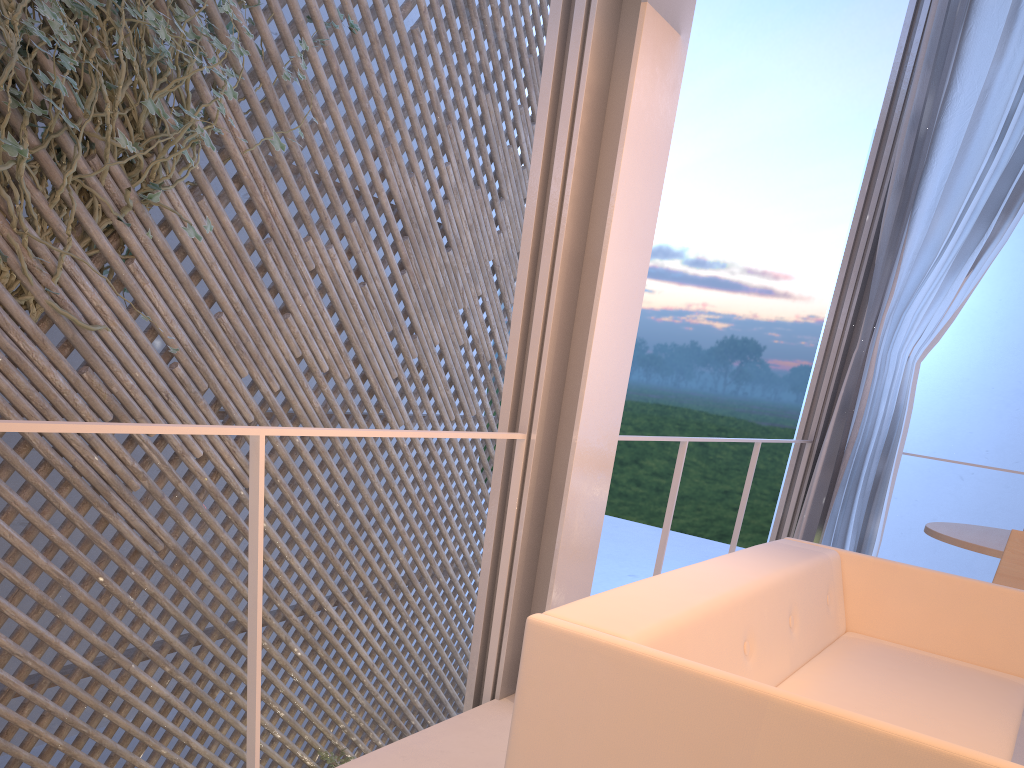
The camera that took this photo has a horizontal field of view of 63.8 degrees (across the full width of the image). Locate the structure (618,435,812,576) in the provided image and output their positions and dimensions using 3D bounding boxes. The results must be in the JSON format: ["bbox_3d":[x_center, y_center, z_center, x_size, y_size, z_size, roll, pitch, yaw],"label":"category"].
[{"bbox_3d":[0.539,0.436,2.301,0.026,0.604,1.649,21,11,34],"label":"structure"}]

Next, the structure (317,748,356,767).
[{"bbox_3d":[-0.785,1.807,3.744,0.289,0.353,0.294,12,13,17],"label":"structure"}]

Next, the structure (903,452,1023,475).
[{"bbox_3d":[2.065,1.266,3.533,1.297,1.953,1.380,17,17,31],"label":"structure"}]

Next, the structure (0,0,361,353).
[{"bbox_3d":[-0.892,-1.228,2.149,0.713,2.968,2.224,17,16,26],"label":"structure"}]

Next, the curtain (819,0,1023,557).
[{"bbox_3d":[1.454,-0.519,2.446,0.493,2.638,0.090,16,22,24],"label":"curtain"}]

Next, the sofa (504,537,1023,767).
[{"bbox_3d":[0.465,0.501,1.231,0.475,0.401,0.955,14,7,33],"label":"sofa"}]

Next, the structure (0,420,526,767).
[{"bbox_3d":[-0.482,0.324,0.830,0.026,0.604,1.651,21,11,34],"label":"structure"}]
